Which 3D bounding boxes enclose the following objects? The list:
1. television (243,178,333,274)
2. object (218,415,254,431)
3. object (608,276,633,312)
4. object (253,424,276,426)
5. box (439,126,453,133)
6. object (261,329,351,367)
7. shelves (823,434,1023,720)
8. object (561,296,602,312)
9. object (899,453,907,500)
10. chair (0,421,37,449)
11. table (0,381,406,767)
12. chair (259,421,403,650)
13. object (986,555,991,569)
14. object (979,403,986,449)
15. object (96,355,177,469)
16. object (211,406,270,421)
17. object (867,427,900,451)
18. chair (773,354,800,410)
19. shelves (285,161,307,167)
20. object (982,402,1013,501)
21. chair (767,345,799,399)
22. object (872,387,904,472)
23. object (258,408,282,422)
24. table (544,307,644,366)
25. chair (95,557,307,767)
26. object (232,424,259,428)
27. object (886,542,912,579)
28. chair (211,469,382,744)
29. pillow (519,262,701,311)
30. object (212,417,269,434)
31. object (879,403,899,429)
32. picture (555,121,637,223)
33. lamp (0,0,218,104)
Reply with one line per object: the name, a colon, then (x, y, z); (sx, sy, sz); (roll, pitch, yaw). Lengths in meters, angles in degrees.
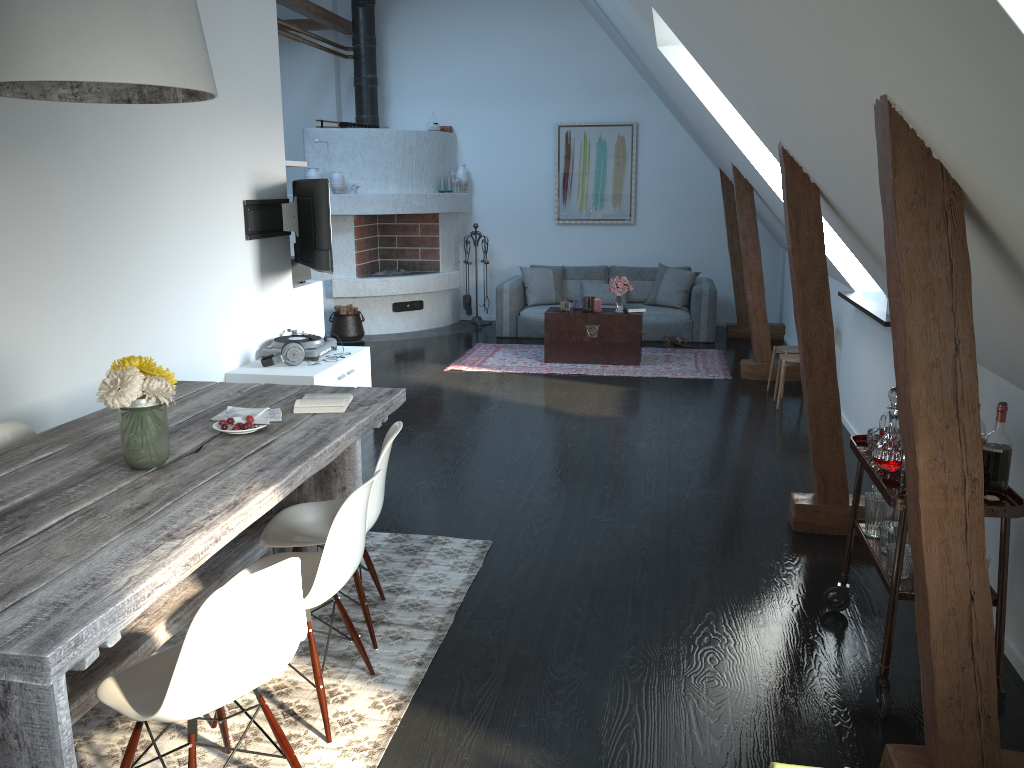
television: (-1.658, -1.115, 6.269); (0.537, 0.652, 1.005); (-6, 14, -24)
object: (-1.029, 0.149, 3.312); (0.132, 0.034, 0.144); (-4, 13, -17)
object: (1.033, -0.870, 8.516); (0.234, 0.351, 0.235); (-7, 14, -29)
object: (-0.959, 0.150, 3.316); (0.194, 0.022, 0.019); (6, 14, 25)
box: (-0.853, -3.103, 10.824); (0.229, 0.078, 0.127); (2, 13, 10)
object: (-1.443, -0.259, 6.172); (0.558, 0.162, 0.742); (1, 13, 7)
shelves: (1.422, 0.639, 3.094); (0.438, 0.732, 0.803); (1, 13, 6)
object: (0.690, -0.784, 8.632); (0.413, 0.138, 0.215); (5, 13, 21)
object: (1.264, 0.256, 2.749); (0.101, 0.211, 0.101); (6, 14, 25)
chair: (-1.685, 0.551, 3.392); (0.542, 0.801, 0.465); (1, 13, 6)
table: (-1.250, 0.635, 3.039); (1.141, 0.788, 2.421); (2, 13, 10)
chair: (-0.677, 0.550, 3.378); (0.542, 0.801, 0.465); (-1, 13, -4)
object: (1.463, 0.602, 2.819); (0.095, 0.119, 0.095); (-7, 14, -27)
object: (1.528, 0.189, 2.949); (0.067, 0.257, 0.099); (3, 13, 15)
object: (-1.196, 0.088, 2.855); (0.233, 0.365, 0.293); (-4, 13, -18)
object: (-1.081, 0.116, 3.530); (0.182, 0.016, 0.179); (1, 13, 5)
object: (1.390, 0.224, 3.167); (0.245, 0.092, 0.151); (10, 16, 38)
chair: (2.210, -0.170, 6.793); (0.342, 0.696, 0.329); (2, 13, 11)
shelves: (-2.432, -1.692, 6.840); (1.604, 0.038, 0.478); (2, 13, 10)
object: (1.509, 0.206, 2.757); (0.081, 0.308, 0.081); (0, 13, 2)
chair: (2.301, -0.255, 7.177); (0.342, 0.696, 0.329); (-2, 13, -7)
object: (1.300, 0.153, 3.031); (0.114, 0.292, 0.114); (-4, 13, -17)
object: (-1.001, 0.124, 3.500); (0.182, 0.014, 0.185); (-4, 13, -15)
table: (0.798, -0.471, 8.644); (0.962, 0.492, 0.471); (2, 13, 10)
chair: (-0.786, 0.788, 2.309); (0.542, 0.801, 0.465); (9, 15, 35)
object: (-0.997, 0.156, 3.320); (0.110, 0.011, 0.058); (3, 13, 14)
object: (1.285, 0.587, 2.938); (0.092, 0.099, 0.092); (-3, 13, -12)
chair: (-0.680, 0.665, 2.863); (0.542, 0.801, 0.465); (2, 13, 11)
pillow: (1.102, -1.122, 10.128); (2.075, 0.515, 0.444); (2, 13, 10)
object: (-1.014, 0.159, 3.322); (0.205, 0.024, 0.205); (0, 13, 2)
object: (1.424, 0.135, 3.305); (0.087, 0.206, 0.087); (8, 15, 34)
picture: (0.998, -2.537, 10.681); (0.965, 1.185, 0.025); (2, 13, 10)
lamp: (-1.293, -2.253, 2.382); (0.757, 2.813, 0.697); (-7, 14, -29)
